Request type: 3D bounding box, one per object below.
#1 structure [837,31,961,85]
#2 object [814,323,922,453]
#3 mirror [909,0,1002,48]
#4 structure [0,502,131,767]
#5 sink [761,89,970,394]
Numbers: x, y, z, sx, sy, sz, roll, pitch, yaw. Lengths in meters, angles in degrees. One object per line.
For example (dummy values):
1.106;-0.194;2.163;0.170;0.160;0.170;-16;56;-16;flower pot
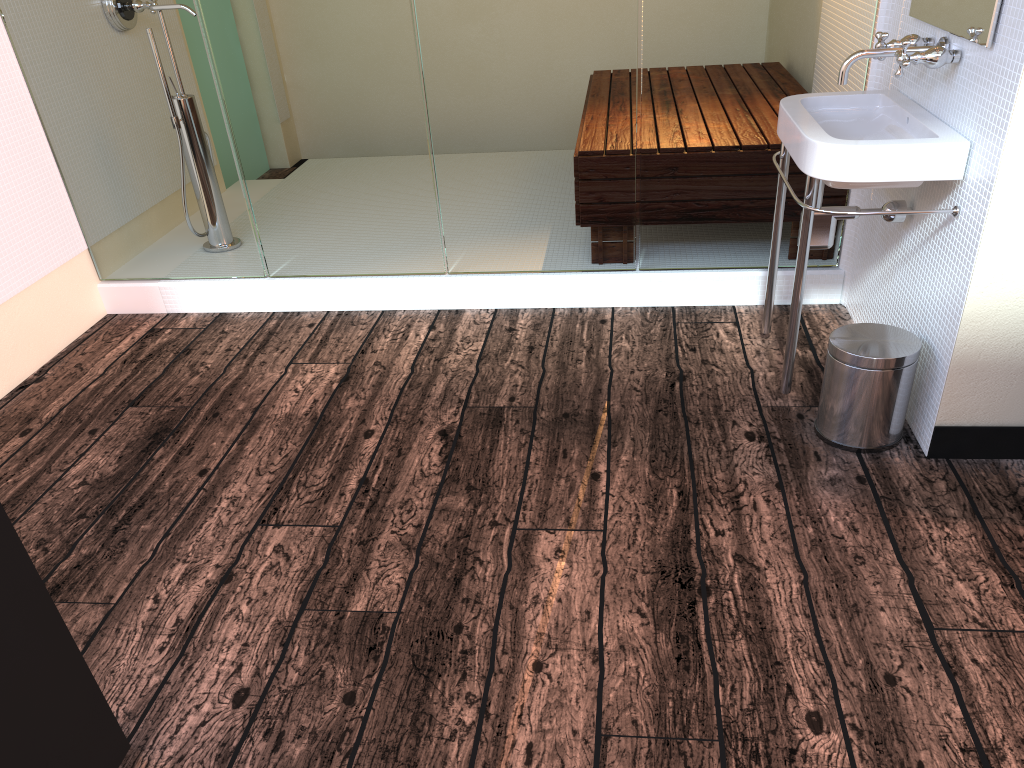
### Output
0.914;-0.870;2.130;0.236;0.124;0.292;0;31;7;structure
0.915;0.010;2.291;0.222;0.312;0.220;-19;34;-22;object
0.978;-1.477;1.747;0.011;1.300;0.593;0;32;7;mirror
-1.162;0.591;1.070;0.800;0.876;0.854;0;32;7;structure
0.902;-0.415;2.445;0.346;0.799;0.669;0;32;7;sink
